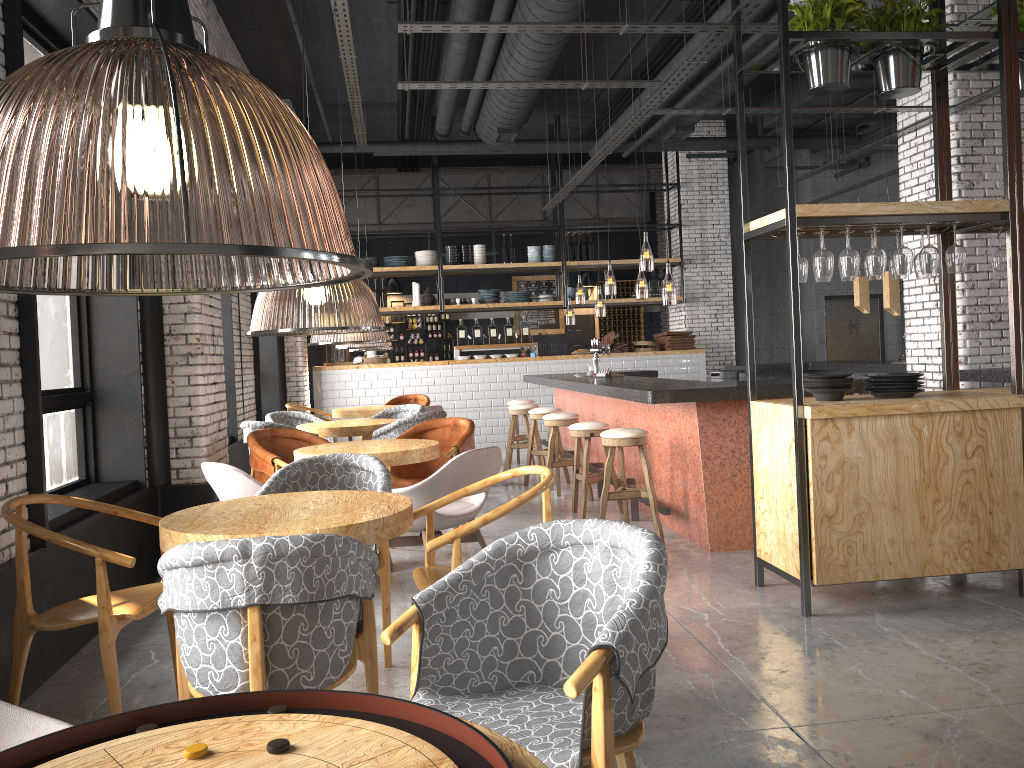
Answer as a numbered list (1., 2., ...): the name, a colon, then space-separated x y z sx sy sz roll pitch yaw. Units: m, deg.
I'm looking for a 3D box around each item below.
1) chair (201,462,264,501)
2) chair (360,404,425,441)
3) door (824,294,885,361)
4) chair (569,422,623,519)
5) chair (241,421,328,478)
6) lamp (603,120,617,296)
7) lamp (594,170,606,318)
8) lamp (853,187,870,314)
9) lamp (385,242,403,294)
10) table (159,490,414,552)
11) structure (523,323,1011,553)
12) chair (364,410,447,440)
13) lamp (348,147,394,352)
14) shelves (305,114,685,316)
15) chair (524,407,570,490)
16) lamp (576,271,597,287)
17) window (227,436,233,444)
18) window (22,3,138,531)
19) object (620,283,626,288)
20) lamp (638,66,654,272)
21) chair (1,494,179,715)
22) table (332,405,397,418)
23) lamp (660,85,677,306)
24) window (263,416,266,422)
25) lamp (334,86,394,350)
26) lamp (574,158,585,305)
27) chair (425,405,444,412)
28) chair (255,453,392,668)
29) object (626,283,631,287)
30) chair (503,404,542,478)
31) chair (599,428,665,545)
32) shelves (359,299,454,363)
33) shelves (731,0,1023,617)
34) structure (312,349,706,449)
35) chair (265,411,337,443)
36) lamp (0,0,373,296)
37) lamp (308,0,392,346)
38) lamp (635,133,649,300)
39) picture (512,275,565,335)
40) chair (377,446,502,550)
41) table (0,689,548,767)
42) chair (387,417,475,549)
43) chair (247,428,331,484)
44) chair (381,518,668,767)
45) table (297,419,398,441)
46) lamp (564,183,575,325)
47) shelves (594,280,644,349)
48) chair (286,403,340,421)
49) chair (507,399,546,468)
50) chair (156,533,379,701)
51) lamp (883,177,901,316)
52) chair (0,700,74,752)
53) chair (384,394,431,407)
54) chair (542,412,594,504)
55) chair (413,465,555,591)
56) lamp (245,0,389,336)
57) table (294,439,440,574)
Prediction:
1. chair: -1.389 0.838 5.210 0.770 0.850 0.803 -1 2 42
2. chair: -1.097 0.675 8.696 0.681 0.928 0.644 -2 1 37
3. door: 5.714 -0.439 14.875 1.120 2.102 0.158 -3 1 -7
4. chair: 0.640 0.712 7.336 0.481 0.805 0.439 -3 1 -29
5. chair: -1.997 0.755 7.505 0.681 0.928 0.644 -2 1 37
6. lamp: 0.869 -1.609 8.089 0.108 1.598 0.108 -2 1 25
7. lamp: 0.845 -1.461 8.791 0.108 1.598 0.108 -3 1 -26
8. lamp: 4.201 -1.621 10.707 0.127 1.546 0.127 -3 1 -7
9. lamp: -2.224 -2.144 16.389 0.390 0.937 0.390 -3 1 -5
10. table: -0.830 0.885 3.394 0.932 0.809 0.933 -1 2 40
11. structure: 2.665 0.206 8.934 4.311 1.533 5.878 -3 2 -7
12. chair: -0.842 0.697 7.707 0.643 0.928 0.681 -2 1 37
13. lamp: -1.703 -1.590 10.374 0.536 2.405 0.537 -2 1 35
14. shelves: -0.217 -2.671 13.755 5.677 3.066 0.597 -3 1 -7
15. chair: 0.320 0.639 9.062 0.438 0.805 0.481 -2 1 31
16. lamp: 1.393 -2.320 16.823 0.390 0.937 0.390 -3 1 -5
17. window: -2.864 -0.750 7.848 0.365 2.696 1.535 -3 1 -7
18. window: -2.453 -0.662 4.675 0.365 2.696 1.535 -3 1 -7
19. object: 2.132 -1.892 16.940 0.079 0.079 0.283 -3 2 -7
20. lamp: 1.018 -1.675 6.901 0.108 1.598 0.108 -2 1 25
21. chair: -1.641 0.880 3.407 0.644 0.921 0.613 -3 1 0
22. table: -1.623 0.684 10.426 0.932 0.809 0.933 -2 2 35
23. lamp: 1.101 -1.362 6.369 0.108 1.598 0.108 -2 1 25
24. window: -3.276 -0.838 11.024 0.365 2.696 1.535 -3 1 -7
25. lamp: -1.405 -1.527 8.076 0.536 2.405 0.537 -2 1 35
26. lamp: 0.695 -1.646 9.429 0.108 1.598 0.108 -2 1 25
27. chair: -1.134 0.666 9.995 0.802 0.850 0.771 -1 2 42
28. chair: -0.828 0.814 4.182 0.681 0.928 0.644 -3 1 2
29. object: 2.225 -1.897 16.956 0.079 0.079 0.283 -3 2 -7
30. chair: 0.162 0.622 9.786 0.481 0.805 0.439 -3 1 -34
31. chair: 0.833 0.713 6.183 0.438 0.805 0.481 -2 1 41
32. shelves: -1.978 -0.811 16.552 1.761 1.482 0.157 -3 1 -7
33. shelves: 3.111 -1.447 4.847 3.660 5.017 0.690 -3 1 -7
34. structure: -0.031 0.267 13.727 5.801 1.345 1.511 -3 1 -7
35. chair: -2.043 0.723 8.504 0.643 0.928 0.681 -2 1 37
36. lamp: -0.501 -1.333 1.106 0.536 2.405 0.537 -2 1 35
37. lamp: -1.100 -1.461 5.727 0.536 2.405 0.537 -2 1 35
38. lamp: 1.070 -1.447 7.490 0.108 1.461 0.108 -3 1 -36
39. picture: 0.508 -1.510 17.040 0.980 1.142 0.020 -3 1 -7
40. chair: -0.430 0.791 5.331 0.802 0.850 0.771 -1 2 42
41. table: -0.367 0.862 1.015 0.932 0.973 0.933 -2 2 35
42. chair: -0.511 0.724 6.441 0.681 0.928 0.644 -2 1 30
43. chair: -1.533 0.777 6.214 0.643 0.928 0.681 -2 1 35
44. chair: 0.137 0.838 2.186 0.681 0.928 0.644 -2 2 42
45. table: -1.450 0.757 8.024 0.932 0.809 0.933 -1 2 40
46. lamp: 0.628 -1.463 10.016 0.108 1.598 0.108 -2 1 25
47. shelves: 2.070 -0.903 17.029 0.889 2.148 0.251 -3 1 -7
48. chair: -2.383 0.678 10.420 0.644 0.921 0.613 -3 1 0
49. chair: 0.079 0.594 10.742 0.439 0.805 0.480 -3 1 -39
50. chair: -0.718 0.863 2.572 0.681 0.928 0.644 -3 1 -8
51. lamp: 4.286 -1.573 10.063 0.127 1.606 0.127 -3 1 -7
52. chair: -1.072 0.947 1.515 0.802 0.850 0.771 -2 2 32
53. chair: -1.270 0.602 11.088 0.681 0.928 0.644 -2 1 15
54. chair: 0.418 0.667 8.111 0.439 0.805 0.480 -3 1 -34
55. chair: -0.063 0.806 3.520 0.644 0.921 0.612 -3 1 -15
56. lamp: -0.796 -1.396 3.378 0.536 2.405 0.537 -2 1 35
57. table: -0.919 0.809 5.762 0.932 0.809 0.933 -1 2 40
